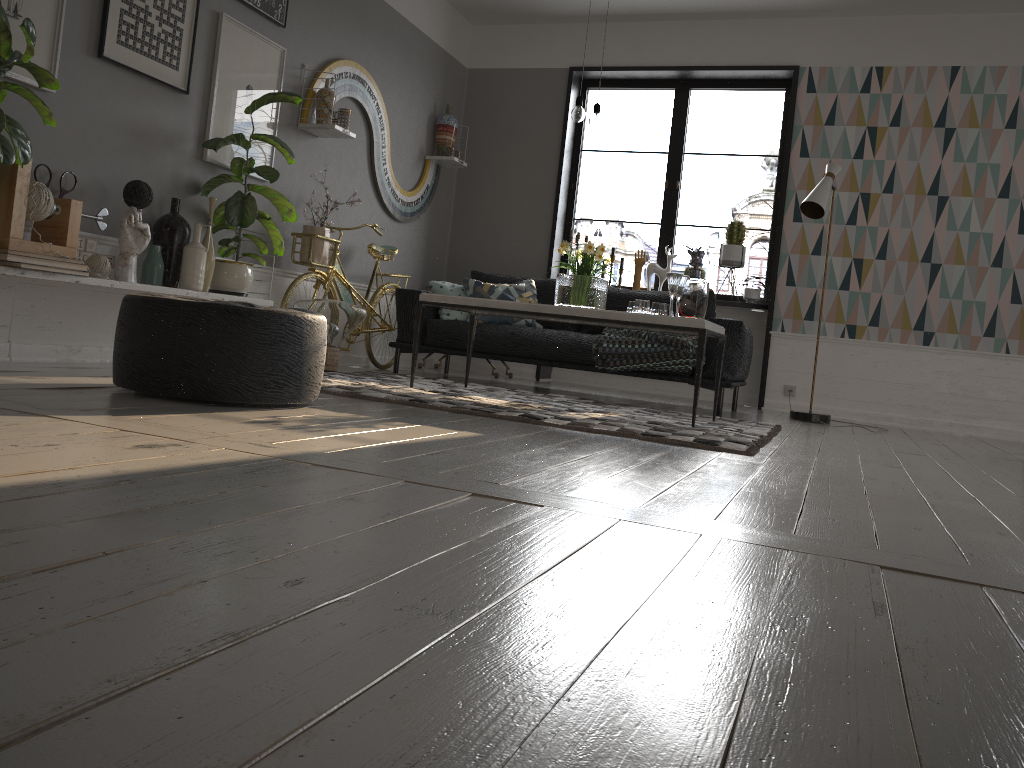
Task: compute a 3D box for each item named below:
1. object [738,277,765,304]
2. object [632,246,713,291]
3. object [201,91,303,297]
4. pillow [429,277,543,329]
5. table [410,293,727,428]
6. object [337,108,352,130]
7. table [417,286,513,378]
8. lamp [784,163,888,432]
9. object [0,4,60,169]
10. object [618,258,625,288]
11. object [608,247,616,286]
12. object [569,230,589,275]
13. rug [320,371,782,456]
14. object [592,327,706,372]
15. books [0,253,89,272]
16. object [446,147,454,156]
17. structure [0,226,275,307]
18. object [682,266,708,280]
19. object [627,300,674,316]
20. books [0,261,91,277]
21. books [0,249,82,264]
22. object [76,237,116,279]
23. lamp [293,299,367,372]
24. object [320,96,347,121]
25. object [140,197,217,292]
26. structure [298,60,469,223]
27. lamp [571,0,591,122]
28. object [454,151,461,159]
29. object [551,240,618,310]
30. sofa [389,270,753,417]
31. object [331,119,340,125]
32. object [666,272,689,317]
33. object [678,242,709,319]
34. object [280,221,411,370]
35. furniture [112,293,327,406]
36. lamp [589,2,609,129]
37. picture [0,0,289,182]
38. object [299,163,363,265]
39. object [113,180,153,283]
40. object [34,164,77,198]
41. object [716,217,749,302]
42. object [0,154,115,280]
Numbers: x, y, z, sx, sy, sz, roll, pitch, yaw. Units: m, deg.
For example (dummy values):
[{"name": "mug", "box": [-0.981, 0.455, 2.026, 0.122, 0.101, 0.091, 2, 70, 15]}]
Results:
[{"name": "object", "box": [1.838, -0.721, 6.783, 0.171, 0.204, 0.246, 7, 1, 23]}, {"name": "object", "box": [1.296, -0.893, 7.081, 0.664, 0.410, 0.134, 7, 0, 22]}, {"name": "object", "box": [-1.426, -1.045, 4.794, 0.565, 1.151, 0.417, 6, 0, -30]}, {"name": "pillow", "box": [-0.175, -0.578, 6.141, 0.798, 0.362, 0.443, 6, 1, 3]}, {"name": "table", "box": [0.298, -0.126, 4.551, 1.459, 0.511, 0.731, 7, 2, 21]}, {"name": "object", "box": [-1.068, -1.669, 5.615, 0.086, 0.140, 0.085, 6, 0, 13]}, {"name": "table", "box": [-0.348, -0.427, 7.281, 0.744, 0.680, 0.338, 7, 0, 21]}, {"name": "lamp", "box": [2.251, -0.589, 5.981, 0.681, 1.703, 1.244, 6, 0, 19]}, {"name": "object", "box": [-1.987, -0.932, 3.233, 0.546, 0.964, 0.510, 6, 0, 6]}, {"name": "object", "box": [0.894, -0.898, 7.277, 0.075, 0.301, 0.076, 7, -1, -39]}, {"name": "object", "box": [0.815, -0.943, 7.256, 0.123, 0.375, 0.123, 6, -1, 25]}, {"name": "object", "box": [0.518, -1.039, 7.370, 0.144, 0.490, 0.163, 7, -1, -34]}, {"name": "rug", "box": [0.007, 0.087, 4.480, 2.533, 0.034, 1.767, 7, 3, 21]}, {"name": "object", "box": [0.862, -0.225, 5.482, 0.668, 0.329, 0.490, 7, 2, 16]}, {"name": "books", "box": [-1.963, -0.498, 3.580, 0.260, 0.029, 0.383, 7, 3, 21]}, {"name": "object", "box": [-0.496, -1.856, 7.105, 0.060, 0.079, 0.060, 6, 1, 9]}, {"name": "structure", "box": [-1.931, -0.655, 3.723, 0.309, 0.486, 2.771, 6, 3, 20]}, {"name": "object", "box": [1.452, -0.818, 7.069, 0.234, 0.283, 0.213, 6, 1, -6]}, {"name": "object", "box": [0.732, -0.377, 4.568, 0.246, 0.087, 0.279, 6, 3, -2]}, {"name": "books", "box": [-1.966, -0.475, 3.593, 0.297, 0.021, 0.368, 7, 3, 15]}, {"name": "books", "box": [-1.971, -0.522, 3.581, 0.229, 0.017, 0.378, 7, 3, 17]}, {"name": "object", "box": [-1.923, -0.567, 4.000, 0.078, 0.173, 0.264, 6, 2, 26]}, {"name": "lamp", "box": [-1.106, -0.287, 5.297, 0.431, 0.438, 0.434, 5, 1, -39]}, {"name": "object", "box": [-1.104, -1.677, 5.473, 0.196, 0.166, 0.060, 5, 0, -36]}, {"name": "object", "box": [-1.640, -0.716, 4.406, 0.331, 0.488, 0.286, 6, 0, -19]}, {"name": "structure", "box": [-0.847, -1.708, 6.382, 0.267, 0.955, 2.019, 6, 2, 20]}, {"name": "lamp", "box": [0.536, -2.061, 3.900, 0.074, 1.537, 1.398, 6, 1, -11]}, {"name": "object", "box": [-0.441, -1.853, 7.156, 0.050, 0.058, 0.050, 6, 1, 10]}, {"name": "object", "box": [0.359, -0.555, 4.579, 0.352, 0.351, 0.324, 7, 1, 23]}, {"name": "sofa", "box": [0.402, -0.325, 5.969, 2.346, 0.798, 0.968, 7, 2, 20]}, {"name": "object", "box": [-1.135, -1.651, 5.665, 0.062, 0.082, 0.062, 6, 1, -4]}, {"name": "object", "box": [0.812, -0.432, 4.394, 0.082, 0.227, 0.167, 6, 0, 32]}, {"name": "object", "box": [0.944, -0.525, 4.573, 0.149, 0.417, 0.155, 6, -1, 40]}, {"name": "object", "box": [-1.048, -0.581, 5.965, 0.427, 0.969, 1.625, 6, 2, 12]}, {"name": "furniture", "box": [-1.058, -0.132, 3.247, 0.736, 0.357, 0.735, 7, 2, 7]}, {"name": "lamp", "box": [0.636, -2.055, 3.995, 0.074, 1.537, 1.398, 6, 1, -11]}, {"name": "picture", "box": [-0.789, -1.448, 1.156, 4.049, 1.795, 7.281, 7, 3, 20]}, {"name": "object", "box": [-1.115, -1.049, 5.589, 0.254, 0.641, 0.486, 6, 0, 38]}, {"name": "object", "box": [-1.765, -0.711, 4.116, 0.137, 0.483, 0.154, 6, -1, 20]}, {"name": "object", "box": [-2.004, -0.712, 3.847, 0.019, 0.464, 0.221, 6, 0, 20]}, {"name": "object", "box": [1.712, -0.974, 6.871, 0.235, 0.671, 0.228, 6, -1, -9]}, {"name": "object", "box": [-1.907, -0.680, 3.696, 0.239, 0.440, 0.544, 6, 1, 20]}]
